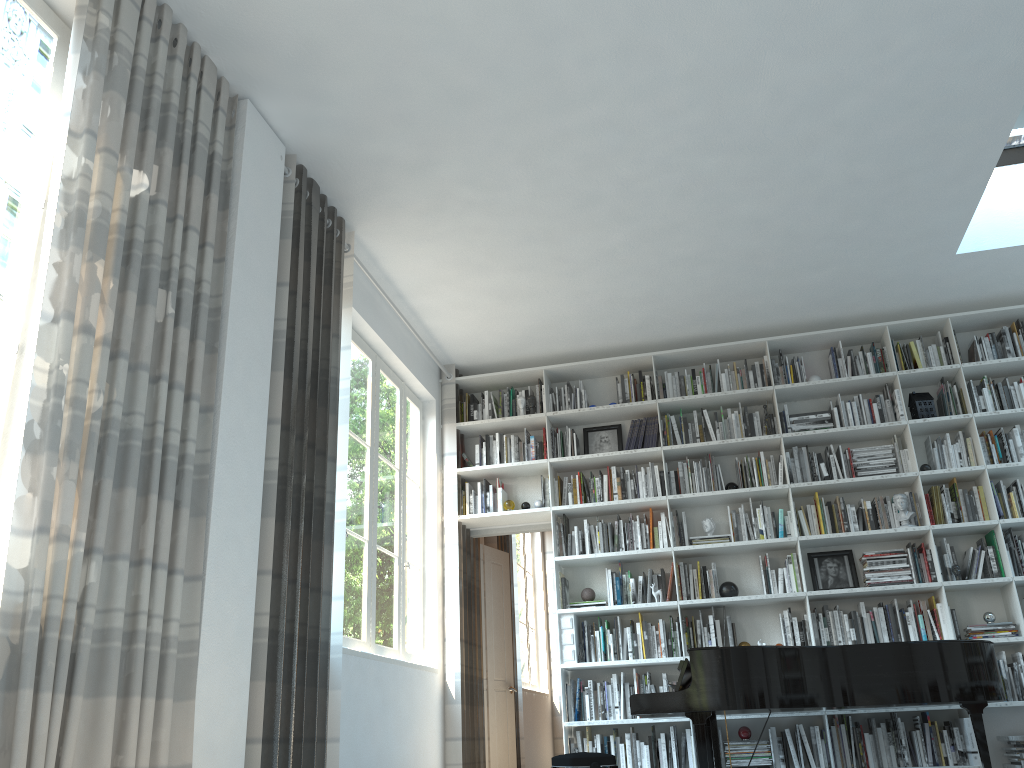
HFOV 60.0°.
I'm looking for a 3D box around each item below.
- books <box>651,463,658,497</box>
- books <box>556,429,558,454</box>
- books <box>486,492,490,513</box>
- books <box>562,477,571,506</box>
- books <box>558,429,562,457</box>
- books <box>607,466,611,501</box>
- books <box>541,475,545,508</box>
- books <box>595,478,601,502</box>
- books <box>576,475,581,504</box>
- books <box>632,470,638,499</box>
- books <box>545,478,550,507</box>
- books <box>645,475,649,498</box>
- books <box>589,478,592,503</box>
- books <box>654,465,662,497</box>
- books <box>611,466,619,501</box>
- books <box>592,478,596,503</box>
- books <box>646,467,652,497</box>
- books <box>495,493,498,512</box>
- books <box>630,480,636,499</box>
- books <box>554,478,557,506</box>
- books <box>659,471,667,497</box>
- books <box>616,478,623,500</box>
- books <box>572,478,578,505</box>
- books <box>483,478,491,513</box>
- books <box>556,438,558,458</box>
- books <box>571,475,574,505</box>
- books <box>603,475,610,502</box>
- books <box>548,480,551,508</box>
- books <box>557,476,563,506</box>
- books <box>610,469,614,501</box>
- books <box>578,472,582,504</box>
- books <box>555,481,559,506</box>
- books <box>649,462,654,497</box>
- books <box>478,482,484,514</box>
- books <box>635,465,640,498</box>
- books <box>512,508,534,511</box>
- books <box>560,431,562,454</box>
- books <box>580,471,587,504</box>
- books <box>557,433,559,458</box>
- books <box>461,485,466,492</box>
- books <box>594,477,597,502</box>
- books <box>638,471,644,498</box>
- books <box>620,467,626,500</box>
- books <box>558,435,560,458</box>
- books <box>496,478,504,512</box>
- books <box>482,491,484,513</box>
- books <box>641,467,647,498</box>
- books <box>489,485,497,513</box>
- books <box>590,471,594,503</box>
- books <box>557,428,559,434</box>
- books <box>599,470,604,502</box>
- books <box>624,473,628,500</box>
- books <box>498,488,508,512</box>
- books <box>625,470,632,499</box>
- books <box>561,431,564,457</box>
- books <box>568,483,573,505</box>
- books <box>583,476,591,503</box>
[{"bbox_3d":[1.057,0.744,6.552,0.022,0.288,0.170,-7,-22,11],"label":"books"},{"bbox_3d":[0.362,0.499,6.832,0.005,0.276,0.147,-7,-22,11],"label":"books"},{"bbox_3d":[-0.162,0.942,6.786,0.024,0.192,0.181,-7,-22,11],"label":"books"},{"bbox_3d":[0.412,0.845,6.693,0.062,0.257,0.153,-7,-22,11],"label":"books"},{"bbox_3d":[0.385,0.500,6.815,0.009,0.259,0.184,-7,-22,11],"label":"books"},{"bbox_3d":[0.738,0.782,6.632,0.014,0.302,0.152,-7,-22,11],"label":"books"},{"bbox_3d":[0.246,0.849,6.721,0.012,0.284,0.160,-7,-22,11],"label":"books"},{"bbox_3d":[0.657,0.827,6.621,0.031,0.216,0.173,-7,-22,11],"label":"books"},{"bbox_3d":[0.510,0.830,6.659,0.014,0.251,0.188,-7,-22,11],"label":"books"},{"bbox_3d":[0.924,0.781,6.592,0.035,0.259,0.131,-7,-22,11],"label":"books"},{"bbox_3d":[0.279,0.860,6.732,0.044,0.268,0.134,-7,-22,11],"label":"books"},{"bbox_3d":[1.008,0.792,6.555,0.013,0.205,0.173,-7,-22,11],"label":"books"},{"bbox_3d":[0.602,0.834,6.650,0.012,0.229,0.150,-7,-22,11],"label":"books"},{"bbox_3d":[1.085,0.751,6.539,0.035,0.262,0.178,-7,-22,11],"label":"books"},{"bbox_3d":[0.777,0.776,6.598,0.030,0.284,0.186,-7,-22,11],"label":"books"},{"bbox_3d":[0.623,0.831,6.628,0.014,0.217,0.165,-7,-22,11],"label":"books"},{"bbox_3d":[1.027,0.765,6.570,0.024,0.265,0.155,-7,-22,11],"label":"books"},{"bbox_3d":[-0.100,0.943,6.795,0.029,0.190,0.135,-7,-22,11],"label":"books"},{"bbox_3d":[0.903,0.816,6.578,0.022,0.185,0.137,-7,-22,11],"label":"books"},{"bbox_3d":[0.343,0.856,6.707,0.012,0.253,0.161,-7,-22,11],"label":"books"},{"bbox_3d":[1.116,0.766,6.498,0.039,0.201,0.237,-7,-22,11],"label":"books"},{"bbox_3d":[0.807,0.813,6.572,0.029,0.194,0.192,-7,-22,11],"label":"books"},{"bbox_3d":[0.490,0.844,6.660,0.030,0.229,0.173,-7,-22,11],"label":"books"},{"bbox_3d":[-0.185,0.891,6.796,0.013,0.296,0.188,-7,-22,11],"label":"books"},{"bbox_3d":[0.358,0.518,6.827,0.005,0.237,0.154,-7,-22,11],"label":"books"},{"bbox_3d":[0.470,0.832,6.674,0.010,0.261,0.151,-7,-22,11],"label":"books"},{"bbox_3d":[0.709,0.815,6.623,0.047,0.237,0.163,-7,-22,11],"label":"books"},{"bbox_3d":[0.309,0.857,6.668,0.021,0.223,0.232,-7,-22,11],"label":"books"},{"bbox_3d":[0.372,0.841,6.687,0.012,0.262,0.181,-7,-22,11],"label":"books"},{"bbox_3d":[0.753,0.788,6.605,0.023,0.270,0.187,-7,-22,11],"label":"books"},{"bbox_3d":[0.527,0.816,6.664,0.020,0.279,0.165,-7,-22,11],"label":"books"},{"bbox_3d":[0.358,0.861,6.692,0.022,0.231,0.152,-7,-22,11],"label":"books"},{"bbox_3d":[1.038,0.741,6.545,0.012,0.289,0.183,-7,-22,11],"label":"books"},{"bbox_3d":[-0.230,0.912,6.824,0.022,0.280,0.157,-7,-22,11],"label":"books"},{"bbox_3d":[0.942,0.762,6.574,0.012,0.279,0.189,-7,-22,11],"label":"books"},{"bbox_3d":[0.101,0.974,6.718,0.285,0.012,0.160,-8,-23,13],"label":"books"},{"bbox_3d":[0.396,0.507,6.819,0.010,0.248,0.166,-7,-22,11],"label":"books"},{"bbox_3d":[0.539,0.812,6.650,0.011,0.276,0.164,-7,-22,11],"label":"books"},{"bbox_3d":[0.372,0.515,6.809,0.009,0.227,0.185,-7,-22,11],"label":"books"},{"bbox_3d":[-0.377,0.927,6.833,0.011,0.271,0.189,-7,-22,11],"label":"books"},{"bbox_3d":[0.637,0.827,6.633,0.011,0.228,0.171,-7,-22,11],"label":"books"},{"bbox_3d":[0.962,0.781,6.557,0.030,0.230,0.173,-7,-22,11],"label":"books"},{"bbox_3d":[0.838,0.777,6.607,0.025,0.285,0.162,-7,-22,11],"label":"books"},{"bbox_3d":[0.377,0.517,6.795,0.004,0.213,0.187,-7,-22,11],"label":"books"},{"bbox_3d":[-0.086,0.884,6.792,0.013,0.297,0.179,-7,-22,11],"label":"books"},{"bbox_3d":[-0.203,0.947,6.822,0.023,0.213,0.141,-7,-22,11],"label":"books"},{"bbox_3d":[0.987,0.763,6.557,0.022,0.262,0.175,-7,-22,11],"label":"books"},{"bbox_3d":[-0.135,0.911,6.771,0.021,0.236,0.189,-7,-22,11],"label":"books"},{"bbox_3d":[0.612,0.810,6.653,0.012,0.276,0.151,-7,-22,11],"label":"books"},{"bbox_3d":[0.368,0.494,6.836,0.006,0.287,0.144,-7,-22,12],"label":"books"},{"bbox_3d":[0.678,0.801,6.631,0.014,0.271,0.181,-7,-22,11],"label":"books"},{"bbox_3d":[0.855,0.796,6.584,0.013,0.231,0.172,-7,-22,11],"label":"books"},{"bbox_3d":[-0.067,0.917,6.759,0.029,0.210,0.188,-7,-22,11],"label":"books"},{"bbox_3d":[0.877,0.785,6.598,0.029,0.259,0.158,-7,-22,11],"label":"books"},{"bbox_3d":[0.399,0.500,6.798,0.004,0.245,0.189,-7,-22,11],"label":"books"},{"bbox_3d":[0.450,0.860,6.651,0.026,0.194,0.176,-7,-22,11],"label":"books"},{"bbox_3d":[0.572,0.827,6.655,0.047,0.248,0.134,-7,-22,11],"label":"books"}]
